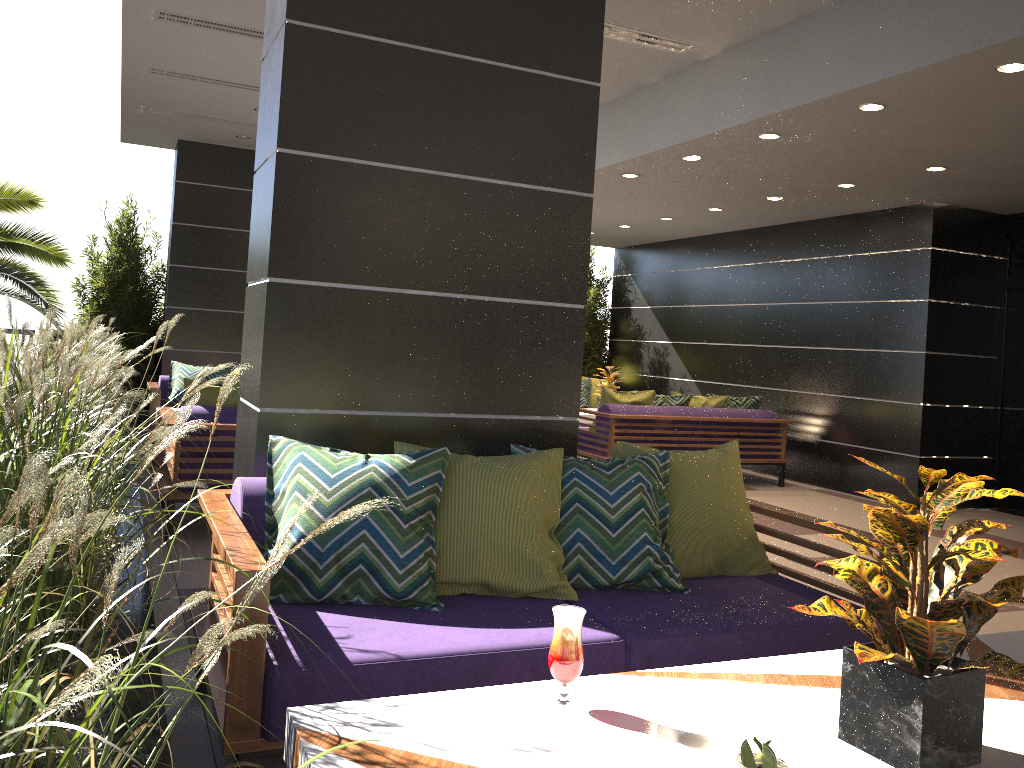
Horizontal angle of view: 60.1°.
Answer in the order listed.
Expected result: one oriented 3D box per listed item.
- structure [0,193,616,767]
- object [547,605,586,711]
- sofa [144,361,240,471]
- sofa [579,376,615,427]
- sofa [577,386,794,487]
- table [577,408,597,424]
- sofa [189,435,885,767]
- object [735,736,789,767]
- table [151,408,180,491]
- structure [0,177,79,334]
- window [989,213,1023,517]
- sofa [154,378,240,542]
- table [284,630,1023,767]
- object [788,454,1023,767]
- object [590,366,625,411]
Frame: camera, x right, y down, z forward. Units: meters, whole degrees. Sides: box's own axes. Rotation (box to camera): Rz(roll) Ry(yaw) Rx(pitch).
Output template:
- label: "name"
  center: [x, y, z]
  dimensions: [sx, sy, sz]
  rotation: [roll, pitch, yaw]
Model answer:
- label: "structure"
  center: [2.856, -0.193, 1.160]
  dimensions: [7.805, 3.124, 24.764]
  rotation: [3, 3, -24]
- label: "object"
  center: [0.105, 0.527, 1.710]
  dimensions: [0.068, 0.181, 0.069]
  rotation: [4, -1, -41]
- label: "sofa"
  center: [-2.259, 0.275, 8.262]
  dimensions: [2.123, 0.920, 1.121]
  rotation: [3, 1, -24]
- label: "sofa"
  center: [0.563, 0.328, 11.258]
  dimensions: [2.123, 0.920, 1.121]
  rotation: [3, 1, -24]
- label: "sofa"
  center: [1.607, 0.498, 8.912]
  dimensions: [2.123, 0.920, 1.121]
  rotation: [3, 1, -24]
- label: "table"
  center: [1.097, 0.597, 10.068]
  dimensions: [2.034, 0.554, 0.943]
  rotation: [3, 2, -24]
- label: "sofa"
  center: [0.101, 0.658, 2.961]
  dimensions: [2.123, 0.920, 1.121]
  rotation: [3, 1, -24]
- label: "object"
  center: [0.311, 0.551, 1.117]
  dimensions: [0.068, 0.211, 0.069]
  rotation: [4, -1, -41]
- label: "table"
  center: [-1.764, 0.540, 7.106]
  dimensions: [2.034, 0.554, 0.943]
  rotation: [3, 2, -24]
- label: "structure"
  center: [-5.970, -1.144, 7.971]
  dimensions: [3.755, 3.306, 3.796]
  rotation: [4, 1, 19]
- label: "window"
  center: [4.906, -0.149, 7.438]
  dimensions: [0.108, 2.764, 1.828]
  rotation: [4, 0, -24]
- label: "sofa"
  center: [-1.214, 0.445, 5.916]
  dimensions: [2.123, 0.920, 1.121]
  rotation: [3, 1, -24]
- label: "table"
  center: [0.692, 0.939, 1.588]
  dimensions: [2.034, 0.554, 0.943]
  rotation: [3, 2, -24]
- label: "object"
  center: [0.731, 0.400, 1.590]
  dimensions: [0.430, 0.527, 0.425]
  rotation: [4, 0, -12]
- label: "object"
  center: [1.092, 0.057, 10.049]
  dimensions: [0.430, 0.527, 0.425]
  rotation: [4, 0, -7]
